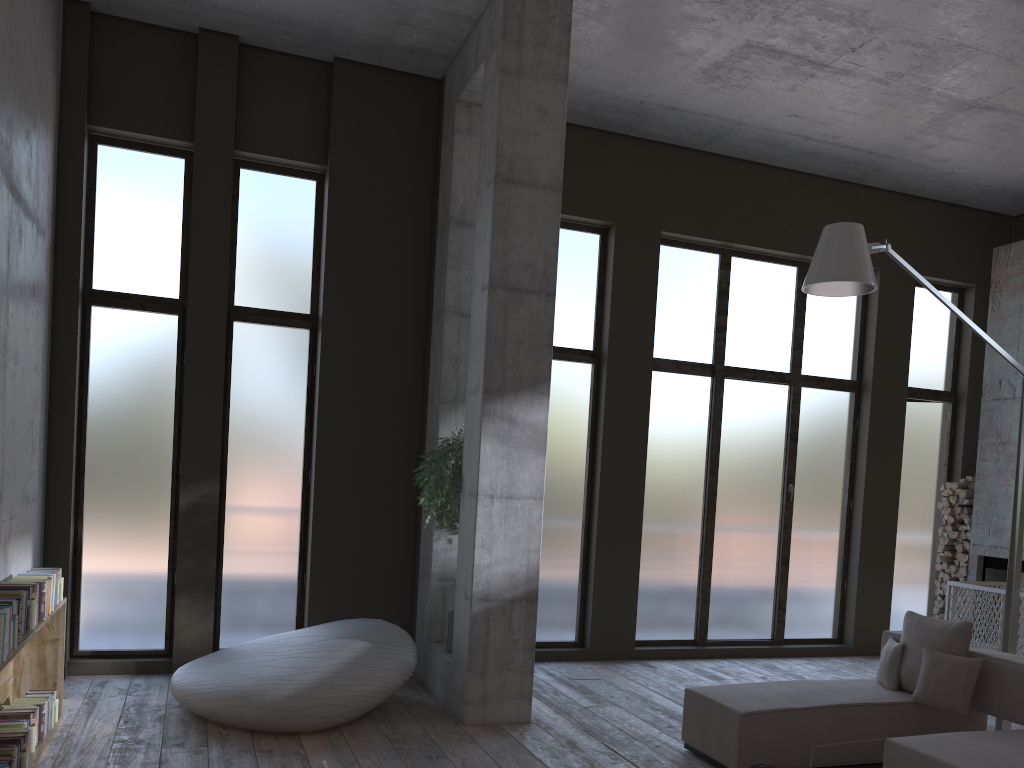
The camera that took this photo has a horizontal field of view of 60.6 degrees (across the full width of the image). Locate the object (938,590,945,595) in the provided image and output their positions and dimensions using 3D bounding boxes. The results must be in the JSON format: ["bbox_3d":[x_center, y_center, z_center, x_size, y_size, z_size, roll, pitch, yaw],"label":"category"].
[{"bbox_3d":[5.075,2.387,10.056,0.424,0.067,0.067,6,-3,-21],"label":"object"}]

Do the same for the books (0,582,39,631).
[{"bbox_3d":[-2.662,1.189,4.699,0.210,0.220,0.278,4,-3,-21],"label":"books"}]

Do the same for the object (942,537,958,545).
[{"bbox_3d":[5.092,1.790,9.947,0.481,0.084,0.093,6,-3,-21],"label":"object"}]

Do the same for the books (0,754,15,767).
[{"bbox_3d":[-2.491,1.922,4.131,0.205,0.220,0.418,4,-4,-20],"label":"books"}]

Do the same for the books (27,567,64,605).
[{"bbox_3d":[-2.927,1.269,5.507,0.171,0.220,0.277,4,-3,-18],"label":"books"}]

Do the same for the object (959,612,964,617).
[{"bbox_3d":[5.168,2.569,9.783,0.424,0.073,0.071,6,-3,-21],"label":"object"}]

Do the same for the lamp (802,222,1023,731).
[{"bbox_3d":[2.969,0.846,5.978,2.639,3.430,0.750,4,1,-32],"label":"lamp"}]

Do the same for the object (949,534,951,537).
[{"bbox_3d":[5.141,1.713,9.890,0.436,0.079,0.115,6,-4,-21],"label":"object"}]

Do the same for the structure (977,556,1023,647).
[{"bbox_3d":[5.226,2.303,9.288,0.056,0.928,0.574,2,0,-20],"label":"structure"}]

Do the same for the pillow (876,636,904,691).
[{"bbox_3d":[2.653,1.968,6.135,0.151,0.376,0.370,4,-2,13],"label":"pillow"}]

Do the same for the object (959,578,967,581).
[{"bbox_3d":[5.172,2.204,9.795,0.426,0.085,0.066,6,-2,-22],"label":"object"}]

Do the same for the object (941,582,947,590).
[{"bbox_3d":[5.101,2.306,10.014,0.438,0.093,0.092,6,-3,-21],"label":"object"}]

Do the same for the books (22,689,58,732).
[{"bbox_3d":[-2.960,2.045,5.508,0.171,0.220,0.277,4,-3,-18],"label":"books"}]

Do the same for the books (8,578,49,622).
[{"bbox_3d":[-2.711,1.208,4.911,0.190,0.221,0.155,4,-1,-20],"label":"books"}]

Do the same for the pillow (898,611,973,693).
[{"bbox_3d":[2.789,1.818,5.864,0.222,0.557,0.563,3,-2,-18],"label":"pillow"}]

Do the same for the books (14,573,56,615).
[{"bbox_3d":[-2.785,1.226,5.116,0.190,0.228,0.249,4,-2,-20],"label":"books"}]

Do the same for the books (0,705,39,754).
[{"bbox_3d":[-2.865,2.003,5.076,0.210,0.220,0.278,4,-3,-21],"label":"books"}]

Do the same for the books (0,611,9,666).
[{"bbox_3d":[-2.316,1.108,3.818,0.190,0.228,0.199,4,-1,-20],"label":"books"}]

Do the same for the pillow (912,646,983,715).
[{"bbox_3d":[2.773,1.890,5.590,0.375,0.372,0.170,1,-1,44],"label":"pillow"}]

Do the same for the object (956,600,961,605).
[{"bbox_3d":[5.176,2.433,9.819,0.456,0.089,0.090,6,-3,-21],"label":"object"}]

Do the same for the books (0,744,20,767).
[{"bbox_3d":[-2.602,1.945,4.413,0.190,0.228,0.199,4,-1,-20],"label":"books"}]

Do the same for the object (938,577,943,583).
[{"bbox_3d":[4.979,2.240,10.023,0.252,0.073,0.045,5,-1,-21],"label":"object"}]

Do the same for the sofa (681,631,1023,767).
[{"bbox_3d":[2.093,1.958,4.635,3.020,0.785,3.002,5,-6,-19],"label":"sofa"}]

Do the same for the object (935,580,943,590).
[{"bbox_3d":[5.030,2.316,10.084,0.366,0.109,0.088,5,-2,-21],"label":"object"}]

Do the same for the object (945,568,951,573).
[{"bbox_3d":[5.079,2.125,9.965,0.333,0.057,0.089,6,-4,-21],"label":"object"}]

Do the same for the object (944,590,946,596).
[{"bbox_3d":[5.103,2.383,9.980,0.424,0.067,0.067,6,-3,-21],"label":"object"}]

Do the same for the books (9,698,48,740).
[{"bbox_3d":[-2.914,2.022,5.288,0.190,0.221,0.155,4,-1,-20],"label":"books"}]

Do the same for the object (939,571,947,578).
[{"bbox_3d":[5.054,2.201,10.067,0.293,0.103,0.101,5,-2,-19],"label":"object"}]

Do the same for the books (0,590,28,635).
[{"bbox_3d":[-2.587,1.166,4.464,0.190,0.228,0.199,4,-1,-20],"label":"books"}]

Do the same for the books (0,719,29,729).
[{"bbox_3d":[-2.790,1.980,4.841,0.190,0.228,0.199,4,-1,-20],"label":"books"}]

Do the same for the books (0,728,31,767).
[{"bbox_3d":[-2.671,1.966,4.633,0.210,0.220,0.278,4,-3,-21],"label":"books"}]

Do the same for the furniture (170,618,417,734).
[{"bbox_3d":[-1.614,2.112,6.354,1.789,0.811,1.639,2,-5,18],"label":"furniture"}]

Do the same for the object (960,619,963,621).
[{"bbox_3d":[5.181,2.663,9.765,0.438,0.092,0.091,6,-3,-21],"label":"object"}]

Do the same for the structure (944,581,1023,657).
[{"bbox_3d":[5.808,2.264,6.698,1.932,0.932,4.435,5,-6,-19],"label":"structure"}]

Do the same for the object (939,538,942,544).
[{"bbox_3d":[5.068,1.807,10.020,0.424,0.067,0.067,6,-3,-21],"label":"object"}]

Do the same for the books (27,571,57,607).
[{"bbox_3d":[-2.852,1.250,5.304,0.154,0.221,0.155,3,-1,-20],"label":"books"}]

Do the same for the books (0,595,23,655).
[{"bbox_3d":[-2.454,1.140,4.134,0.215,0.220,0.490,4,-5,-20],"label":"books"}]

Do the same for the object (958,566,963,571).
[{"bbox_3d":[5.184,2.075,9.824,0.424,0.071,0.067,6,-2,-21],"label":"object"}]

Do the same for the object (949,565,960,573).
[{"bbox_3d":[5.132,2.088,9.880,0.456,0.089,0.090,6,-3,-22],"label":"object"}]

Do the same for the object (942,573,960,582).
[{"bbox_3d":[5.044,2.198,9.963,0.295,0.107,0.098,5,-2,-19],"label":"object"}]

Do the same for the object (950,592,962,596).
[{"bbox_3d":[5.127,2.366,9.908,0.481,0.084,0.093,6,-3,-21],"label":"object"}]
